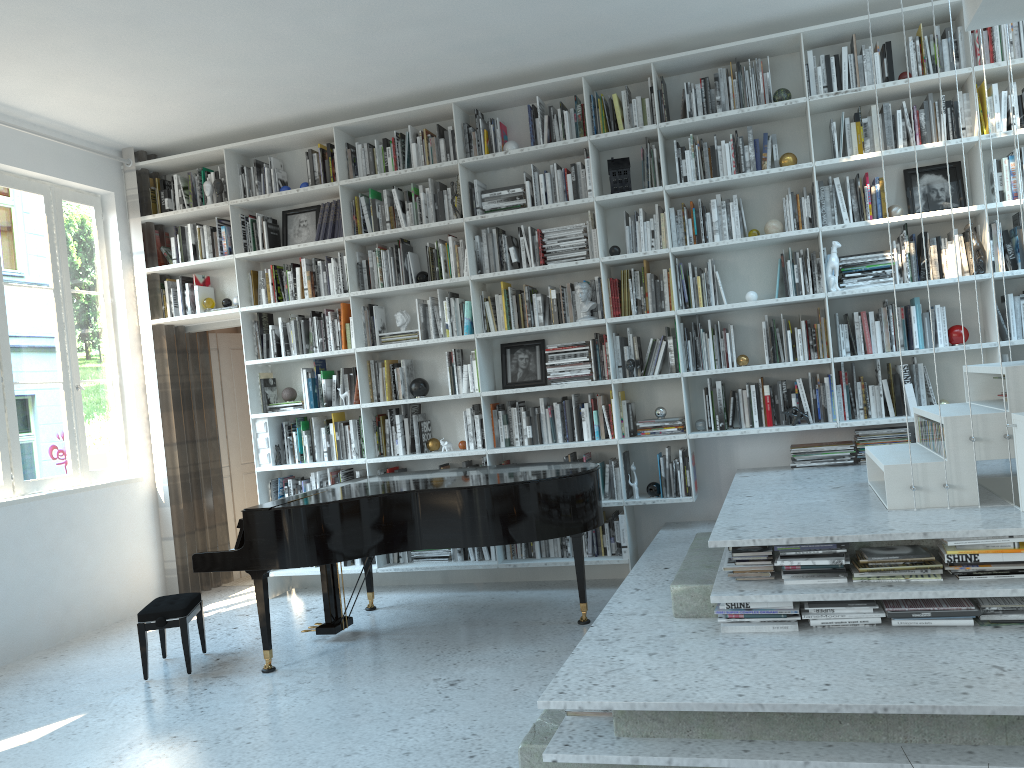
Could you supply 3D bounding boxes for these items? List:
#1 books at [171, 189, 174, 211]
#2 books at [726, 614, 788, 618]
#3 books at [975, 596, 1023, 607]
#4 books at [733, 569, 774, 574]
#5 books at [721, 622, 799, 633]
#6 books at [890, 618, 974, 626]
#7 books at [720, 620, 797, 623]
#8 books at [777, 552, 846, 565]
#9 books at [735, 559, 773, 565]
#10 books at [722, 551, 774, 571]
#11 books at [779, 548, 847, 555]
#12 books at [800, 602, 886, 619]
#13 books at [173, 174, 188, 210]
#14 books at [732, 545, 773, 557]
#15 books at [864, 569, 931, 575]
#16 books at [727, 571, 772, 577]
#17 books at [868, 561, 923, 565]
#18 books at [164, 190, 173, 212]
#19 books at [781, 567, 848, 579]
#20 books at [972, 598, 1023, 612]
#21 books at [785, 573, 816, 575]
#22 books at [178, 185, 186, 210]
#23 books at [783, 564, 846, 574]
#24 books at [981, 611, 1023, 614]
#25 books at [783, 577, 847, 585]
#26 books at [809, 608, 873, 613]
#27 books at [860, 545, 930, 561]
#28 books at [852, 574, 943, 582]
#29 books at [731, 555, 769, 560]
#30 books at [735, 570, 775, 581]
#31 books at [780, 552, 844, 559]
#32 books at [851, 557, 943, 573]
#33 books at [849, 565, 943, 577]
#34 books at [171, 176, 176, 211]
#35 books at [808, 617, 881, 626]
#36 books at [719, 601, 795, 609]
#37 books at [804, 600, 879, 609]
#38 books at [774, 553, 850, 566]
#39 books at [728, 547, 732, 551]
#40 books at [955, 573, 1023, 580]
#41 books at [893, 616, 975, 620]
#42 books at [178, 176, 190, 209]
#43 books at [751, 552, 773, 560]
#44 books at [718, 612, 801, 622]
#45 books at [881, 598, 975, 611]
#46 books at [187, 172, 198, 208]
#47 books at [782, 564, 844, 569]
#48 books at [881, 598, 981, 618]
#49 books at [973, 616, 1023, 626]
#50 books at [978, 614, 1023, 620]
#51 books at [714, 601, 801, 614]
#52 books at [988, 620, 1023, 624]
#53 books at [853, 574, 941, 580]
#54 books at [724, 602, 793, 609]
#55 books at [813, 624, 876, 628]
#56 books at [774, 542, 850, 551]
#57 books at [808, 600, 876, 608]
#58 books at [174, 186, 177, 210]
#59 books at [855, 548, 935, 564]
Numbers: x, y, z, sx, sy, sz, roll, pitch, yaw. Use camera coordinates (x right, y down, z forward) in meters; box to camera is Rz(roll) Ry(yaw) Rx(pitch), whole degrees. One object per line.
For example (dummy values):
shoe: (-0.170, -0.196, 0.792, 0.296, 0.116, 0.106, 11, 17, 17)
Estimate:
books: (-2.408, -1.303, 6.437, 0.031, 0.195, 0.145, -5, 0, 17)
books: (0.894, 0.822, 3.222, 0.210, 0.012, 0.168, -6, 0, 21)
books: (1.694, 0.733, 2.999, 0.215, 0.007, 0.130, -6, 0, 19)
books: (0.934, 0.702, 3.440, 0.152, 0.015, 0.208, -6, 0, 14)
books: (0.894, 0.858, 3.209, 0.262, 0.023, 0.200, -6, 0, 15)
books: (1.437, 0.798, 3.052, 0.250, 0.018, 0.177, -6, 0, 20)
books: (0.898, 0.843, 3.228, 0.264, 0.006, 0.164, -6, 0, 18)
books: (1.103, 0.637, 3.262, 0.230, 0.015, 0.190, -6, 0, 22)
books: (0.941, 0.668, 3.437, 0.137, 0.012, 0.242, -6, 0, 18)
books: (0.919, 0.683, 3.444, 0.185, 0.014, 0.297, -6, 0, 16)
books: (1.106, 0.607, 3.278, 0.228, 0.009, 0.159, -6, 0, 13)
books: (1.167, 0.803, 3.146, 0.272, 0.012, 0.158, -6, 0, 15)
books: (-2.357, -1.352, 6.402, 0.028, 0.283, 0.189, -5, 0, 17)
books: (0.930, 0.636, 3.439, 0.149, 0.014, 0.228, -6, 0, 15)
books: (1.379, 0.657, 3.194, 0.215, 0.015, 0.177, -6, 0, 18)
books: (0.929, 0.717, 3.442, 0.161, 0.014, 0.212, -6, 0, 21)
books: (1.378, 0.629, 3.201, 0.179, 0.010, 0.160, -6, 0, 19)
books: (-2.443, -1.295, 6.422, 0.028, 0.186, 0.182, -5, 0, 17)
books: (1.117, 0.696, 3.288, 0.227, 0.013, 0.148, -6, 0, 15)
books: (1.695, 0.744, 3.000, 0.229, 0.014, 0.133, -6, 0, 16)
books: (1.117, 0.683, 3.293, 0.207, 0.012, 0.131, -6, 0, 13)
books: (-2.329, -1.316, 6.385, 0.030, 0.206, 0.175, -5, 0, 17)
books: (1.109, 0.671, 3.270, 0.215, 0.013, 0.189, -6, 0, 16)
books: (1.695, 0.754, 2.994, 0.225, 0.007, 0.133, -6, 0, 21)
books: (1.114, 0.709, 3.274, 0.216, 0.015, 0.177, -6, 0, 15)
books: (1.169, 0.787, 3.157, 0.211, 0.018, 0.134, -6, 0, 20)
books: (1.372, 0.606, 3.189, 0.203, 0.011, 0.173, -6, 0, 12)
books: (1.380, 0.687, 3.191, 0.291, 0.007, 0.174, -6, 0, 20)
books: (0.935, 0.647, 3.438, 0.132, 0.009, 0.269, -6, 0, 21)
books: (0.945, 0.726, 3.438, 0.144, 0.009, 0.249, -6, 0, 17)
books: (1.109, 0.620, 3.286, 0.221, 0.018, 0.154, -6, 0, 18)
books: (1.373, 0.642, 3.180, 0.273, 0.014, 0.187, -6, 0, 12)
books: (1.385, 0.671, 3.210, 0.294, 0.014, 0.133, -6, 0, 14)
books: (-2.398, -1.347, 6.416, 0.010, 0.281, 0.160, -5, 0, 17)
books: (1.166, 0.819, 3.136, 0.232, 0.019, 0.169, -6, 0, 12)
books: (0.897, 0.798, 3.237, 0.257, 0.010, 0.132, -6, 0, 21)
books: (1.166, 0.776, 3.151, 0.242, 0.005, 0.152, -6, 0, 18)
books: (1.111, 0.648, 3.283, 0.260, 0.009, 0.153, -6, 0, 20)
books: (1.000, 0.660, 3.708, 0.177, 0.026, 0.230, -6, 0, 17)
books: (1.665, 0.656, 3.105, 0.220, 0.011, 0.177, -6, 0, 15)
books: (1.438, 0.786, 3.058, 0.254, 0.005, 0.161, -6, 0, 13)
books: (-2.301, -1.347, 6.369, 0.057, 0.262, 0.190, -5, 0, 17)
books: (0.961, 0.655, 3.430, 0.091, 0.011, 0.190, -6, 0, 15)
books: (0.897, 0.836, 3.228, 0.285, 0.008, 0.159, -6, 0, 15)
books: (1.428, 0.754, 3.061, 0.275, 0.009, 0.176, -6, 0, 17)
books: (-2.252, -1.362, 6.369, 0.039, 0.282, 0.181, -5, 0, 17)
books: (1.111, 0.659, 3.280, 0.210, 0.012, 0.168, -6, 0, 18)
books: (1.433, 0.767, 3.050, 0.287, 0.018, 0.190, -6, 0, 16)
books: (1.695, 0.788, 2.985, 0.261, 0.006, 0.151, -6, 0, 13)
books: (1.695, 0.767, 2.991, 0.234, 0.017, 0.151, -6, 0, 18)
books: (0.894, 0.809, 3.226, 0.292, 0.012, 0.159, -6, 0, 20)
books: (1.695, 0.780, 2.989, 0.179, 0.010, 0.160, -6, 0, 17)
books: (1.380, 0.681, 3.190, 0.287, 0.005, 0.165, -6, 0, 22)
books: (0.891, 0.781, 3.224, 0.234, 0.025, 0.157, -6, 0, 12)
books: (1.172, 0.835, 3.150, 0.208, 0.015, 0.152, -6, 0, 15)
books: (1.110, 0.594, 3.298, 0.261, 0.016, 0.128, -6, 0, 16)
books: (1.166, 0.767, 3.153, 0.220, 0.013, 0.149, -6, 0, 16)
books: (-2.376, -1.322, 6.419, 0.024, 0.227, 0.157, -5, 0, 17)
books: (1.375, 0.618, 3.196, 0.246, 0.013, 0.172, -6, 0, 16)
